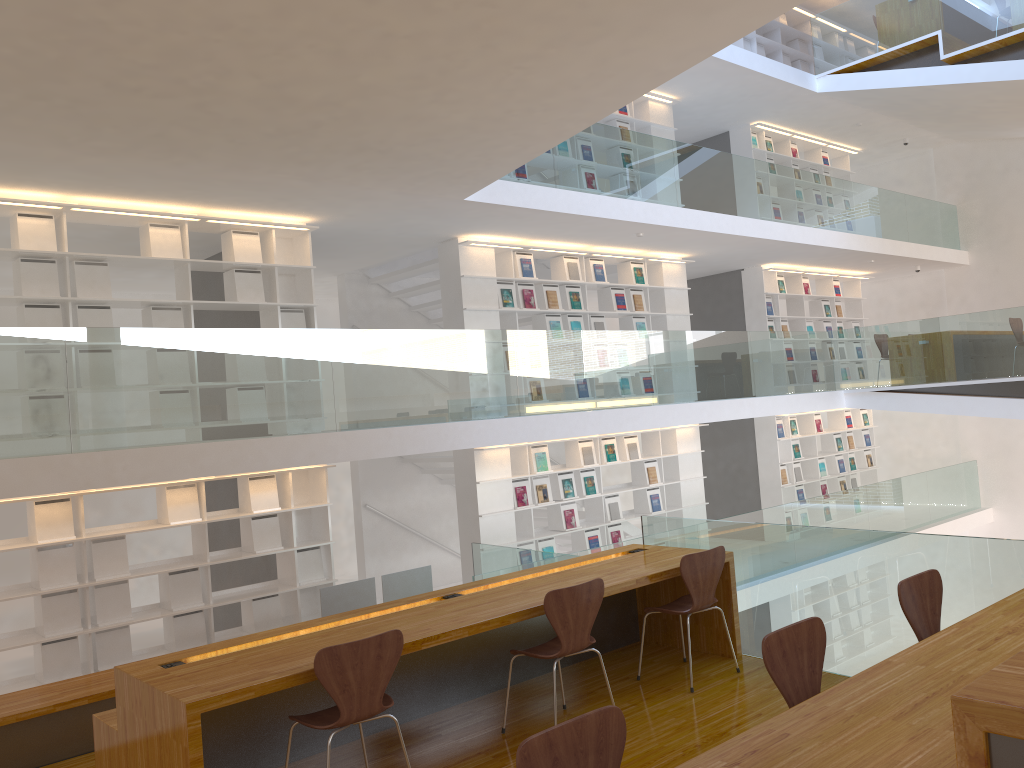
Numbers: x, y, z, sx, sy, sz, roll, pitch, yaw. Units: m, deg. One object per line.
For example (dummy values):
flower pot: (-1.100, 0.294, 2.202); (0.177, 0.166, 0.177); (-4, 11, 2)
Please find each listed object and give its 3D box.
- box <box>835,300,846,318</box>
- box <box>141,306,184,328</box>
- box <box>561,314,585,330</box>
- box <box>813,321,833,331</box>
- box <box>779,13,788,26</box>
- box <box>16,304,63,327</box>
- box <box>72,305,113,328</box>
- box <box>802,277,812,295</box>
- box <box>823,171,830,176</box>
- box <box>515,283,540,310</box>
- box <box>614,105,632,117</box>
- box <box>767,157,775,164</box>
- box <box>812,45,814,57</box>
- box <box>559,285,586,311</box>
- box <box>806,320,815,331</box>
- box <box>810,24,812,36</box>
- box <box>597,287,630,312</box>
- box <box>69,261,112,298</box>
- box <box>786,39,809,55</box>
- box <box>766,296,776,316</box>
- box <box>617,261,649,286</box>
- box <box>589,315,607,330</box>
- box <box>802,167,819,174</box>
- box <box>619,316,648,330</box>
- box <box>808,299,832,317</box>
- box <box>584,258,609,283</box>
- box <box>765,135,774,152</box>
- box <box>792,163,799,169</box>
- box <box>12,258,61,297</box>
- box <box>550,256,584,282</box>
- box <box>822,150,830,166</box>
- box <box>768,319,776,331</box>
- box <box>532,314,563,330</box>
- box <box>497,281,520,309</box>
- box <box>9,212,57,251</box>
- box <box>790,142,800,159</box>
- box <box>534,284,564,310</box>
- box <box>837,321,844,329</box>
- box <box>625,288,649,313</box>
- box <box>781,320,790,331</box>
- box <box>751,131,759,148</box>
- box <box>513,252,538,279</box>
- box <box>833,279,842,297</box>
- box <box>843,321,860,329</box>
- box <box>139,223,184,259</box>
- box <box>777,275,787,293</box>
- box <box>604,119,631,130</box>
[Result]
box: (5.064, -1.165, 13.979); (0.245, 0.296, 0.274); (-3, -2, -41)
box: (-2.758, -0.456, 7.034); (0.245, 0.296, 0.274); (-3, -2, -41)
box: (0.663, -0.624, 9.974); (0.245, 0.296, 0.274); (-3, -2, -41)
box: (4.819, -0.824, 13.729); (0.245, 0.296, 0.274); (-3, -2, -41)
box: (4.038, -5.507, 13.508); (0.245, 0.296, 0.274); (-3, -2, -41)
box: (-3.425, -0.424, 6.446); (0.245, 0.296, 0.274); (-3, -2, -41)
box: (-3.161, -0.436, 6.678); (0.245, 0.296, 0.274); (-3, -2, -41)
box: (4.350, -1.459, 13.378); (0.245, 0.296, 0.274); (-3, -2, -41)
box: (4.907, -3.204, 14.044); (0.245, 0.296, 0.274); (-3, -2, -41)
box: (0.107, -0.925, 9.531); (0.245, 0.296, 0.274); (-3, -2, -41)
box: (1.268, -3.358, 10.778); (0.245, 0.296, 0.274); (-3, -2, -41)
box: (3.710, -3.147, 12.987); (0.245, 0.296, 0.274); (-3, -2, -41)
box: (4.752, -5.212, 14.109); (0.245, 0.296, 0.274); (-3, -2, -41)
box: (0.642, -0.952, 9.987); (0.245, 0.296, 0.274); (-3, -2, -41)
box: (4.416, -0.804, 13.373); (0.245, 0.296, 0.274); (-3, -2, -41)
box: (4.727, -5.539, 14.120); (0.245, 0.296, 0.274); (-3, -2, -41)
box: (1.201, -0.982, 10.482); (0.245, 0.296, 0.274); (-3, -2, -41)
box: (-3.186, -0.763, 6.689); (0.245, 0.296, 0.274); (-3, -2, -41)
box: (4.481, -5.198, 13.870); (0.245, 0.296, 0.274); (-3, -2, -41)
box: (3.581, -1.093, 12.668); (0.245, 0.296, 0.274); (-3, -2, -41)
box: (1.467, -1.321, 10.750); (0.245, 0.296, 0.274); (-3, -2, -41)
box: (0.940, -0.637, 10.218); (0.245, 0.296, 0.274); (-3, -2, -41)
box: (4.641, -3.191, 13.809); (0.245, 0.296, 0.274); (-3, -2, -41)
box: (1.482, -0.664, 10.697); (0.245, 0.296, 0.274); (-3, -2, -41)
box: (4.794, -1.151, 13.739); (0.245, 0.296, 0.274); (-3, -2, -41)
box: (0.934, -1.295, 10.279); (0.245, 0.296, 0.274); (-3, -2, -41)
box: (3.684, -3.473, 12.996); (0.245, 0.296, 0.274); (-3, -2, -41)
box: (4.220, -3.170, 13.437); (0.245, 0.296, 0.274); (-3, -2, -41)
box: (-3.457, -0.751, 6.450); (0.245, 0.296, 0.274); (-3, -2, -41)
box: (0.621, -1.280, 10.003); (0.245, 0.296, 0.274); (-3, -2, -41)
box: (4.882, -3.531, 14.055); (0.245, 0.296, 0.274); (-3, -2, -41)
box: (3.611, -0.765, 12.662); (0.245, 0.296, 0.274); (-3, -2, -41)
box: (0.410, -0.612, 9.750); (0.245, 0.296, 0.274); (-3, -2, -41)
box: (-0.113, -0.916, 9.321); (0.245, 0.296, 0.274); (-3, -2, -41)
box: (-3.482, -1.078, 6.460); (0.245, 0.296, 0.274); (-3, -2, -41)
box: (4.193, -3.499, 13.443); (0.245, 0.296, 0.274); (-3, -2, -41)
box: (0.383, -0.939, 9.759); (0.245, 0.296, 0.274); (-3, -2, -41)
box: (5.082, -0.837, 13.961); (0.245, 0.296, 0.274); (-3, -2, -41)
box: (1.456, -0.991, 10.707); (0.245, 0.296, 0.274); (-3, -2, -41)
box: (3.893, -0.779, 12.910); (0.245, 0.296, 0.274); (-3, -2, -41)
box: (3.386, -3.458, 12.734); (0.245, 0.296, 0.274); (-3, -2, -41)
box: (0.090, -1.254, 9.533); (0.245, 0.296, 0.274); (-3, -2, -41)
box: (5.039, -1.491, 13.989); (0.245, 0.296, 0.274); (-3, -2, -41)
box: (5.483, -0.857, 14.316); (0.245, 0.296, 0.274); (-3, -2, -41)
box: (-2.791, -1.113, 7.068); (0.245, 0.296, 0.274); (-3, -2, -41)
box: (3.841, -1.433, 12.930); (0.245, 0.296, 0.274); (-3, -2, -41)
box: (1.298, -3.031, 10.773); (0.245, 0.296, 0.274); (-3, -2, -41)
